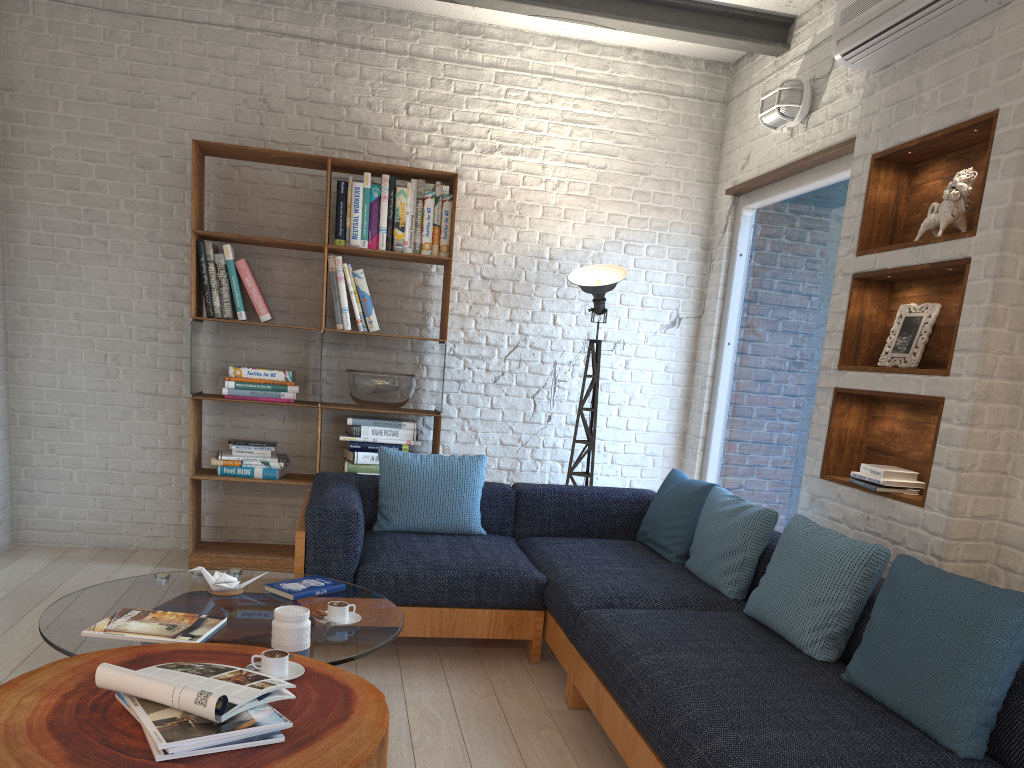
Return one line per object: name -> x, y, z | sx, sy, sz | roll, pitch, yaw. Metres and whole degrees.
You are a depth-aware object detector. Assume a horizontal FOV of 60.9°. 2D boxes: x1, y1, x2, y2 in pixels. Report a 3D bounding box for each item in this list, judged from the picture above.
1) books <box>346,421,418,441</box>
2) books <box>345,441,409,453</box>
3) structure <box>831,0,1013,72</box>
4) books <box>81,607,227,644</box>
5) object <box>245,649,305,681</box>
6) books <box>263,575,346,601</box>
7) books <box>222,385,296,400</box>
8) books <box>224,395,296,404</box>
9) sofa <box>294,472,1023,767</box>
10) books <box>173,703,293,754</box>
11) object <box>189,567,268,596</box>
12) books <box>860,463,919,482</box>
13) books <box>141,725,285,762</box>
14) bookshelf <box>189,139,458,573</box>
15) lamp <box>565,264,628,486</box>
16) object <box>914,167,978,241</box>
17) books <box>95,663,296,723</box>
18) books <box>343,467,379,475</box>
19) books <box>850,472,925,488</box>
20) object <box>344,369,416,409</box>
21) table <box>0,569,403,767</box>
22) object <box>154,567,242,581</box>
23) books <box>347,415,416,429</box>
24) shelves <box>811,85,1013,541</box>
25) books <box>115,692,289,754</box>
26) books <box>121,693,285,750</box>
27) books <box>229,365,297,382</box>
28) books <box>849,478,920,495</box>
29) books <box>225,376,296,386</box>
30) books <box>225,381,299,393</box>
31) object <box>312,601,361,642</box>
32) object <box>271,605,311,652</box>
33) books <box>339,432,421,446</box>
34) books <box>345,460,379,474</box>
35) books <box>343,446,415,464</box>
books -> -0.742, 0.266, 4.955 | 0.380, 0.066, 0.238 | 4, 3, -17
books -> -0.768, 0.347, 4.938 | 0.327, 0.057, 0.248 | 4, 2, -16
structure -> 1.374, -1.294, 2.910 | 0.200, 0.224, 0.795 | 4, 3, -11
books -> -1.036, 0.707, 2.547 | 0.318, 0.011, 0.247 | 5, 2, 2
object -> -0.597, 0.698, 2.187 | 0.147, 0.057, 0.171 | 4, 3, -22
books -> -0.724, 0.713, 3.054 | 0.160, 0.023, 0.230 | 6, 2, 37
books -> -1.382, 0.046, 4.776 | 0.380, 0.037, 0.238 | 5, 2, -16
books -> -1.376, 0.075, 4.790 | 0.356, 0.021, 0.265 | 5, 2, -11
sofa -> 0.321, 0.908, 2.761 | 2.084, 0.676, 3.854 | 4, 2, -11
books -> -0.667, 0.709, 1.893 | 0.252, 0.011, 0.312 | 3, 2, -42
object -> -0.964, 0.660, 2.962 | 0.185, 0.093, 0.191 | 6, 4, 14
books -> 1.405, 0.331, 3.252 | 0.132, 0.034, 0.201 | 5, 2, -1
books -> -0.662, 0.721, 1.880 | 0.253, 0.011, 0.311 | 4, 2, -32
bookshelf -> -1.050, -0.053, 4.805 | 1.320, 2.262, 0.352 | 3, 12, -11
lamp -> 0.598, 0.274, 4.826 | 0.503, 1.895, 0.846 | -4, 13, -38
object -> 1.516, -0.614, 3.035 | 0.112, 0.249, 0.210 | 4, 8, -3
books -> -0.692, 0.670, 1.932 | 0.319, 0.112, 0.269 | 6, 3, 22
books -> -0.768, 0.530, 4.987 | 0.380, 0.066, 0.238 | 4, 3, -17
books -> 1.402, 0.357, 3.251 | 0.171, 0.019, 0.231 | 5, 2, -9
object -> -0.744, 0.033, 4.912 | 0.398, 0.207, 0.396 | 7, 5, 31
table -> -0.869, 0.925, 2.427 | 1.078, 0.457, 1.787 | 5, 2, -5
object -> -1.118, 0.674, 3.113 | 0.302, 0.028, 0.066 | 4, 3, -33
books -> -0.741, 0.215, 4.939 | 0.380, 0.037, 0.238 | 5, 2, -11
shelves -> 1.477, -0.197, 3.168 | 0.192, 1.466, 0.744 | 3, 10, -11
books -> -0.669, 0.699, 1.872 | 0.252, 0.011, 0.312 | 3, 2, -42
books -> -0.667, 0.688, 1.861 | 0.252, 0.011, 0.311 | 4, 2, -37
books -> -1.358, -0.057, 4.768 | 0.327, 0.057, 0.249 | 5, 2, -9
books -> 1.390, 0.382, 3.267 | 0.162, 0.017, 0.246 | 5, 2, -1
books -> -1.370, -0.020, 4.777 | 0.356, 0.021, 0.265 | 5, 2, -12
books -> -1.367, 0.010, 4.764 | 0.380, 0.037, 0.238 | 4, 2, -17
object -> -0.534, 0.724, 2.691 | 0.155, 0.058, 0.264 | 4, 2, -18
object -> -0.628, 0.695, 2.482 | 0.108, 0.111, 0.105 | 6, 7, 5
books -> -0.751, 0.310, 4.945 | 0.445, 0.021, 0.265 | 5, 2, -11
books -> -0.767, 0.469, 4.993 | 0.363, 0.057, 0.276 | 5, 2, -9
books -> -0.748, 0.410, 4.967 | 0.380, 0.066, 0.238 | 4, 3, -24
